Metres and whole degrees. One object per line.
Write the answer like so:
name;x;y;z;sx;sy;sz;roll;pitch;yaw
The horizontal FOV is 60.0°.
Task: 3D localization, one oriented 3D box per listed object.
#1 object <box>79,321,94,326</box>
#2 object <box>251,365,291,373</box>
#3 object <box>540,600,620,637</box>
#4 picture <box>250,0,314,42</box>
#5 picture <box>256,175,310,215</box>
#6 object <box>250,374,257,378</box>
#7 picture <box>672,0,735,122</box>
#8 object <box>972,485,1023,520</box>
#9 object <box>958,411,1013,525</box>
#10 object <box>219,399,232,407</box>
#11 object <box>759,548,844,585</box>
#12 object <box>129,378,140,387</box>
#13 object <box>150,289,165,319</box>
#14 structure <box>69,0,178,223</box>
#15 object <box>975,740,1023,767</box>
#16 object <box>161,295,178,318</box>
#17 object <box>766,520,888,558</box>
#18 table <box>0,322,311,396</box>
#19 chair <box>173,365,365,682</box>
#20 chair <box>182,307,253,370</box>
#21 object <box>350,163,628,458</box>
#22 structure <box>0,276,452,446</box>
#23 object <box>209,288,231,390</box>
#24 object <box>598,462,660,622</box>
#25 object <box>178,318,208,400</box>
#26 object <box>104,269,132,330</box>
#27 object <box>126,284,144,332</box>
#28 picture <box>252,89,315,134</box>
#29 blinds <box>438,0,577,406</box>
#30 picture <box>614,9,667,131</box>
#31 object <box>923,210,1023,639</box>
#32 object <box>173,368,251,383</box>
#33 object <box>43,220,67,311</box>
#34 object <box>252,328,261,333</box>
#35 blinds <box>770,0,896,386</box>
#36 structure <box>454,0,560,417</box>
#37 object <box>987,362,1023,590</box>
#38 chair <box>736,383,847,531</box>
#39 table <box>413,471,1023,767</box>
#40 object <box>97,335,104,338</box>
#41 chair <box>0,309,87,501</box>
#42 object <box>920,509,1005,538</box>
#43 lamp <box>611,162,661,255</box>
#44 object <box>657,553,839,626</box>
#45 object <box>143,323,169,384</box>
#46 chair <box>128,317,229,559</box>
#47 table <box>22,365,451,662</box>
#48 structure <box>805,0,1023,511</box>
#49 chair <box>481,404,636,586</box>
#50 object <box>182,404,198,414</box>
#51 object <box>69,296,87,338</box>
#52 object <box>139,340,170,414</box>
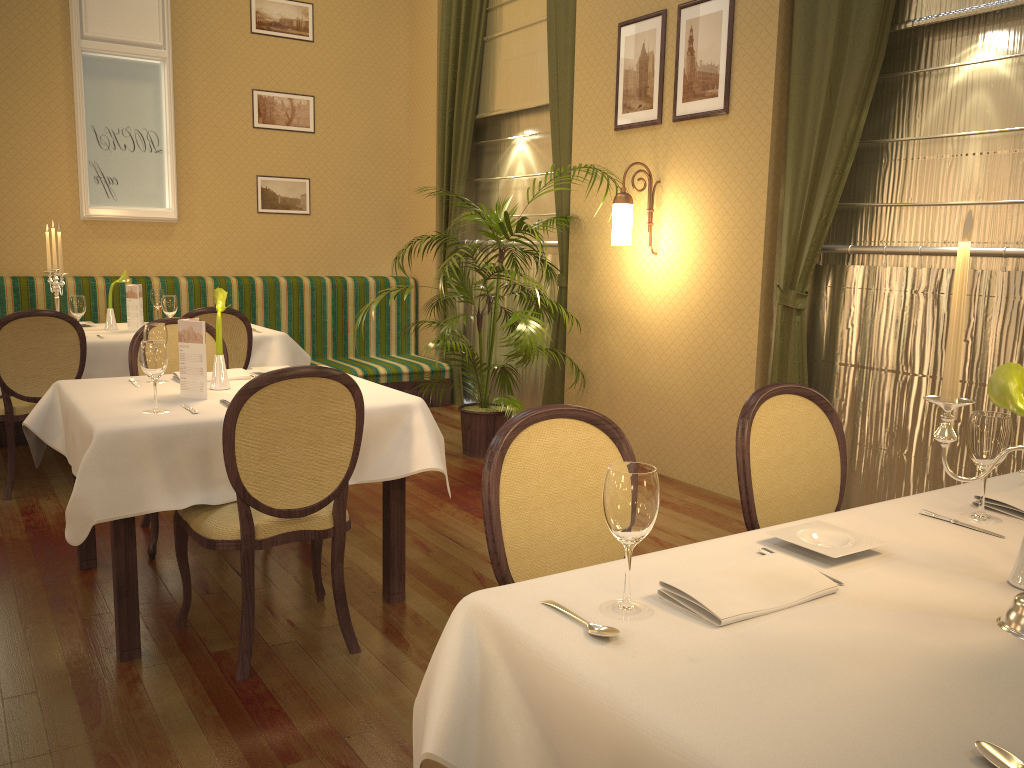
object;-2.700;-0.370;5.527;0.160;0.024;0.160;-4;11;-32
object;-0.997;-0.053;3.738;0.160;0.024;0.160;-4;11;-32
object;0.101;0.351;1.338;0.038;0.015;0.181;-4;10;-31
picture;-1.789;-2.853;6.915;0.504;0.294;0.008;-4;11;-32
picture;-1.830;-1.513;7.117;0.437;0.294;0.008;-4;11;-32
object;-1.059;-0.035;3.645;0.038;0.015;0.181;-4;10;-31
picture;1.012;-1.734;4.717;0.022;0.619;0.412;-4;11;-32
object;1.185;0.264;2.003;0.273;0.033;0.142;-4;11;-32
object;1.008;0.176;1.887;0.088;0.229;0.088;4;9;15
object;-0.857;0.055;3.077;0.273;0.024;0.142;-4;11;-32
object;0.515;0.324;1.581;0.017;0.010;0.185;-4;10;-31
object;-1.453;-0.006;3.416;0.017;0.010;0.185;-4;10;-31
object;-2.289;-0.497;5.728;0.088;0.229;0.088;4;9;15
structure;-2.787;-2.676;6.317;0.670;2.985;0.200;-4;11;-32
object;0.574;0.425;0.930;0.038;0.015;0.181;-4;10;-31
object;-1.972;-0.394;5.115;0.088;0.229;0.088;4;9;15
object;0.596;0.303;1.685;0.160;0.024;0.160;-4;11;-32
table;-2.334;0.054;5.370;2.152;0.759;1.385;-4;11;-32
chair;-0.776;0.382;2.877;0.530;0.955;0.571;-4;11;-32
chair;-1.765;0.018;5.062;0.530;0.955;0.571;-4;11;-32
object;-0.088;-0.430;5.454;1.496;1.807;1.552;8;11;37
structure;-6.814;0.092;3.666;14.516;1.031;0.850;-4;11;-32
object;-1.103;-0.173;3.353;0.076;0.375;0.163;0;9;-11
object;0.180;0.240;1.364;0.088;0.229;0.088;4;9;15
object;-1.137;-0.090;3.145;0.081;0.277;0.166;-3;10;-26
object;-2.392;-0.517;5.372;0.076;0.375;0.163;10;12;43
object;-2.267;-0.455;5.320;0.081;0.277;0.166;-1;9;-16
picture;-1.805;-2.157;7.024;0.504;0.294;0.008;-4;11;-32
blinds;-0.058;-1.983;6.486;0.225;4.537;1.934;-5;11;-33
picture;0.737;-1.806;5.139;0.022;0.619;0.412;-4;11;-32
object;0.810;0.053;1.294;0.390;0.655;0.131;5;10;23
object;-1.207;-0.033;3.567;0.273;0.033;0.142;-4;11;-32
object;-2.644;-0.624;5.139;0.131;0.655;0.390;-3;10;-27
object;-1.575;-0.328;5.443;0.038;0.015;0.181;-4;10;-31
blinds;1.829;-1.485;3.570;0.129;4.537;1.878;-4;11;-32
structure;0.037;-1.978;6.550;0.123;4.511;1.942;-4;11;-32
object;0.888;0.155;1.533;0.076;0.375;0.163;0;9;-11
chair;0.886;0.507;2.306;0.530;0.955;0.571;-4;11;-32
table;0.963;0.727;1.528;2.152;0.759;1.385;-4;11;-32
object;-2.317;-0.270;4.985;0.017;0.010;0.185;-4;11;-32
chair;-2.491;0.069;4.638;0.530;0.955;0.571;-4;11;-32
object;0.940;0.291;1.852;0.017;0.010;0.185;-4;10;-31
lamp;0.694;-0.992;5.018;0.323;0.513;0.114;-7;12;-43
object;0.389;0.333;1.452;0.273;0.033;0.142;-4;11;-32
object;-1.384;-0.121;3.451;0.088;0.229;0.088;4;9;15
chair;-1.404;0.202;3.935;0.530;0.955;0.571;-4;11;-32
table;-1.030;0.397;3.363;1.395;0.759;1.389;-4;10;-31
structure;1.924;-1.482;3.642;0.134;4.511;1.900;-4;11;-32
chair;0.236;0.558;1.891;0.530;0.955;0.571;-4;11;-32
object;-1.067;0.079;2.928;0.017;0.010;0.185;-4;11;-32
object;-2.406;-0.373;4.919;0.088;0.229;0.088;4;9;15
object;-1.150;-0.022;2.854;0.088;0.229;0.088;4;9;15
